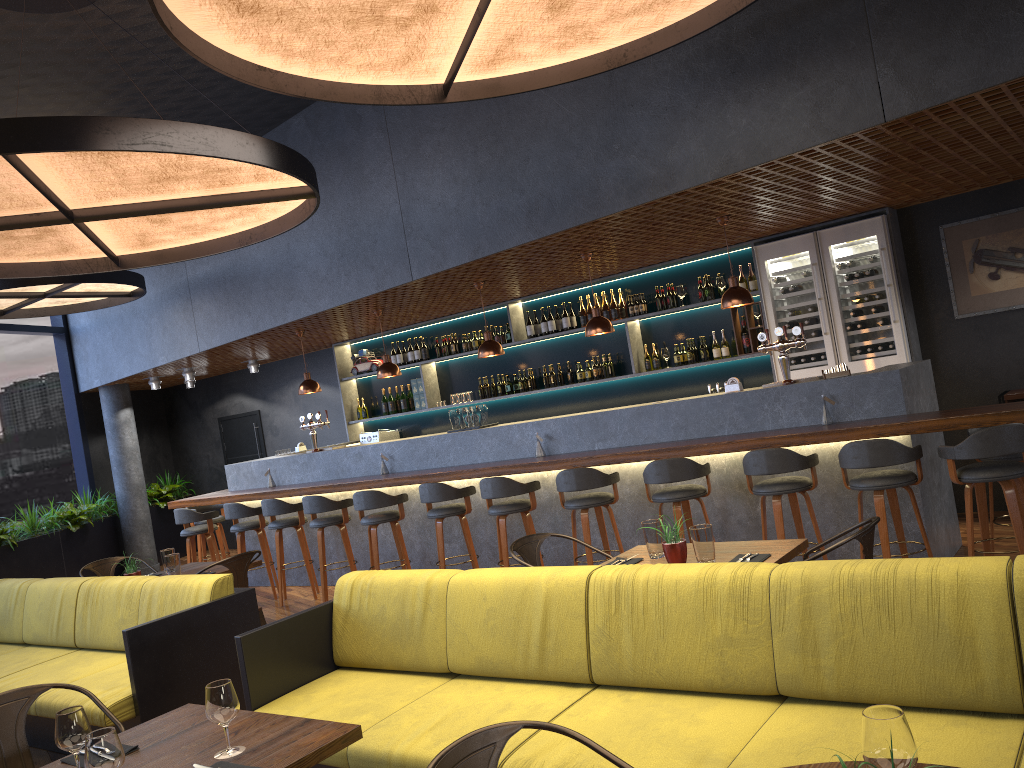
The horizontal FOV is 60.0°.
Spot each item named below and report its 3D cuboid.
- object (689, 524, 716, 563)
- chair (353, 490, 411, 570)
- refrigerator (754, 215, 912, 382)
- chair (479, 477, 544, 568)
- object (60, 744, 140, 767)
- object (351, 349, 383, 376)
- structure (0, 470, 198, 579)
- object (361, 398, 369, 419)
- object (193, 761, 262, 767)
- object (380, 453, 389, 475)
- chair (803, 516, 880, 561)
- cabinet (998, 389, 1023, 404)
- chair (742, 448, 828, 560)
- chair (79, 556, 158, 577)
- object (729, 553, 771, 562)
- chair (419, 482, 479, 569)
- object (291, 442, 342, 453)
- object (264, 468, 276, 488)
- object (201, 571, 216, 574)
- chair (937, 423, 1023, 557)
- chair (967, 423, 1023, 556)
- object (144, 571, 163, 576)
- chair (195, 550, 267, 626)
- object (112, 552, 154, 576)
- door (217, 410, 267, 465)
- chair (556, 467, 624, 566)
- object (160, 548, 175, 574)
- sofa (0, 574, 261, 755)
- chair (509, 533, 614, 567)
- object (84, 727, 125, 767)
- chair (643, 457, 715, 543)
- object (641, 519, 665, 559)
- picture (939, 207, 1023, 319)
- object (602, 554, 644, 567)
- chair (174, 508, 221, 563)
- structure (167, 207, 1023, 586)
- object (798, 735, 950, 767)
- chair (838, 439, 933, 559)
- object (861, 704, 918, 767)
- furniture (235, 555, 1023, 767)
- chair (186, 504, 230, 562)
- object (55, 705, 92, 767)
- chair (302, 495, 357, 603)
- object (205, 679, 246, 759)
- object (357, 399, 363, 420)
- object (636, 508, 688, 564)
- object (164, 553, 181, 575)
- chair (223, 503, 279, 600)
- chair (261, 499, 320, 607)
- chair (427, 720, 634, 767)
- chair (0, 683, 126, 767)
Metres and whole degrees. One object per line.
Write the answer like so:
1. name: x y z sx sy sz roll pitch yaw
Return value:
1. object: 0.853 0.721 3.943 0.102 0.178 0.102 -10 -1 22
2. chair: -1.117 1.430 7.861 0.438 1.048 0.483 -9 -1 -34
3. refrigerator: 2.958 -0.326 7.955 1.159 2.109 0.454 -10 -1 36
4. chair: 0.032 1.228 7.080 0.438 1.048 0.483 -9 -1 -25
5. object: -1.269 1.148 2.754 0.255 0.019 0.157 -10 -1 37
6. object: -1.876 -0.298 11.535 0.579 0.319 0.229 -10 -1 36
7. structure: -6.756 2.182 6.793 0.808 1.413 17.112 -10 -1 11
8. object: -1.945 0.322 11.669 0.079 0.281 0.079 -10 -1 40
9. object: -0.816 1.068 2.426 0.255 0.019 0.157 -10 -1 37
10. object: -1.238 0.770 8.576 0.114 0.203 0.069 -10 -1 -3
11. chair: 1.326 1.037 3.713 0.541 0.917 0.504 -10 -1 37
12. cabinet: 4.282 0.535 7.046 0.553 1.007 0.473 -10 -1 36
13. chair: 1.832 0.910 5.822 0.483 1.048 0.438 -10 -1 8
14. chair: -2.929 1.788 6.771 0.541 0.917 0.504 -10 -1 37
15. object: 1.022 0.772 3.889 0.157 0.019 0.255 -10 -1 36
16. chair: -0.478 1.319 7.529 0.483 1.048 0.438 -10 -1 8
17. object: -2.434 0.745 11.029 0.200 0.106 0.766 -10 -1 36
18. object: -2.624 1.015 9.594 0.114 0.203 0.069 -9 -1 -6
19. object: -2.219 1.344 6.205 0.157 0.019 0.255 -10 -1 36
20. chair: 2.761 0.745 5.061 0.483 1.048 0.438 -10 -1 28
21. chair: 3.193 0.679 5.592 0.483 1.048 0.438 -10 -1 8
22. object: -2.727 1.434 6.624 0.157 0.019 0.255 -10 -1 36
23. chair: -1.926 1.610 6.023 0.541 0.917 0.504 -10 -1 37
24. object: -2.658 1.290 6.189 0.260 0.271 0.238 -10 -1 41
25. door: -3.969 1.465 13.443 1.012 2.056 0.137 -10 -1 36
26. chair: 0.639 1.121 6.678 0.483 1.048 0.438 -10 -1 -3
27. object: -2.569 1.327 6.640 0.102 0.178 0.102 -9 -1 -18
28. sofa: -2.935 1.780 5.667 3.061 0.914 0.966 -10 -1 36
29. chair: 0.337 1.212 4.450 0.541 0.917 0.504 -10 -1 37
30. object: -1.059 1.012 2.317 0.097 0.206 0.097 -10 -1 37
31. chair: 1.213 1.020 6.277 0.438 1.048 0.483 -9 -1 -39
32. object: 0.691 0.752 4.293 0.102 0.178 0.102 -9 -1 -18
33. picture: 4.126 -1.023 7.262 1.039 0.809 0.028 -10 -1 36
34. object: 0.534 0.859 4.293 0.157 0.019 0.255 -10 -1 36
35. chair: -3.329 1.822 9.584 0.483 1.048 0.438 -10 -1 8
36. structure: 0.546 0.320 8.357 9.298 2.700 2.700 -10 -1 36
37. object: 0.595 0.688 1.415 0.238 0.271 0.260 -9 -1 -32
38. chair: 2.287 0.829 5.401 0.438 1.048 0.483 -9 -1 -25
39. object: 0.703 0.708 1.640 0.097 0.206 0.097 -9 -1 -12
40. furniture: 1.109 1.041 0.602 7.462 0.914 4.895 -10 -1 31
41. chair: -3.555 1.871 10.545 0.483 1.048 0.438 -9 -1 -25
42. object: -1.272 1.051 2.582 0.097 0.206 0.097 -10 -1 28
43. chair: -1.671 1.528 8.324 0.438 1.048 0.483 -9 -1 -25
44. object: -0.844 0.979 2.601 0.097 0.206 0.097 -10 -1 28
45. object: -2.019 0.335 11.720 0.079 0.281 0.079 -9 -1 -35
46. object: 0.738 0.694 4.076 0.238 0.271 0.260 -9 -1 -32
47. object: -2.388 1.292 6.258 0.102 0.178 0.102 -10 -1 22
48. chair: -2.650 1.702 9.133 0.483 1.048 0.438 -10 -1 8
49. chair: -2.169 1.617 8.790 0.483 1.048 0.438 -10 -1 8
50. chair: 0.158 1.211 1.816 0.541 0.917 0.504 -10 -1 37
51. chair: -1.535 1.509 2.960 0.541 0.917 0.504 -10 -1 37
